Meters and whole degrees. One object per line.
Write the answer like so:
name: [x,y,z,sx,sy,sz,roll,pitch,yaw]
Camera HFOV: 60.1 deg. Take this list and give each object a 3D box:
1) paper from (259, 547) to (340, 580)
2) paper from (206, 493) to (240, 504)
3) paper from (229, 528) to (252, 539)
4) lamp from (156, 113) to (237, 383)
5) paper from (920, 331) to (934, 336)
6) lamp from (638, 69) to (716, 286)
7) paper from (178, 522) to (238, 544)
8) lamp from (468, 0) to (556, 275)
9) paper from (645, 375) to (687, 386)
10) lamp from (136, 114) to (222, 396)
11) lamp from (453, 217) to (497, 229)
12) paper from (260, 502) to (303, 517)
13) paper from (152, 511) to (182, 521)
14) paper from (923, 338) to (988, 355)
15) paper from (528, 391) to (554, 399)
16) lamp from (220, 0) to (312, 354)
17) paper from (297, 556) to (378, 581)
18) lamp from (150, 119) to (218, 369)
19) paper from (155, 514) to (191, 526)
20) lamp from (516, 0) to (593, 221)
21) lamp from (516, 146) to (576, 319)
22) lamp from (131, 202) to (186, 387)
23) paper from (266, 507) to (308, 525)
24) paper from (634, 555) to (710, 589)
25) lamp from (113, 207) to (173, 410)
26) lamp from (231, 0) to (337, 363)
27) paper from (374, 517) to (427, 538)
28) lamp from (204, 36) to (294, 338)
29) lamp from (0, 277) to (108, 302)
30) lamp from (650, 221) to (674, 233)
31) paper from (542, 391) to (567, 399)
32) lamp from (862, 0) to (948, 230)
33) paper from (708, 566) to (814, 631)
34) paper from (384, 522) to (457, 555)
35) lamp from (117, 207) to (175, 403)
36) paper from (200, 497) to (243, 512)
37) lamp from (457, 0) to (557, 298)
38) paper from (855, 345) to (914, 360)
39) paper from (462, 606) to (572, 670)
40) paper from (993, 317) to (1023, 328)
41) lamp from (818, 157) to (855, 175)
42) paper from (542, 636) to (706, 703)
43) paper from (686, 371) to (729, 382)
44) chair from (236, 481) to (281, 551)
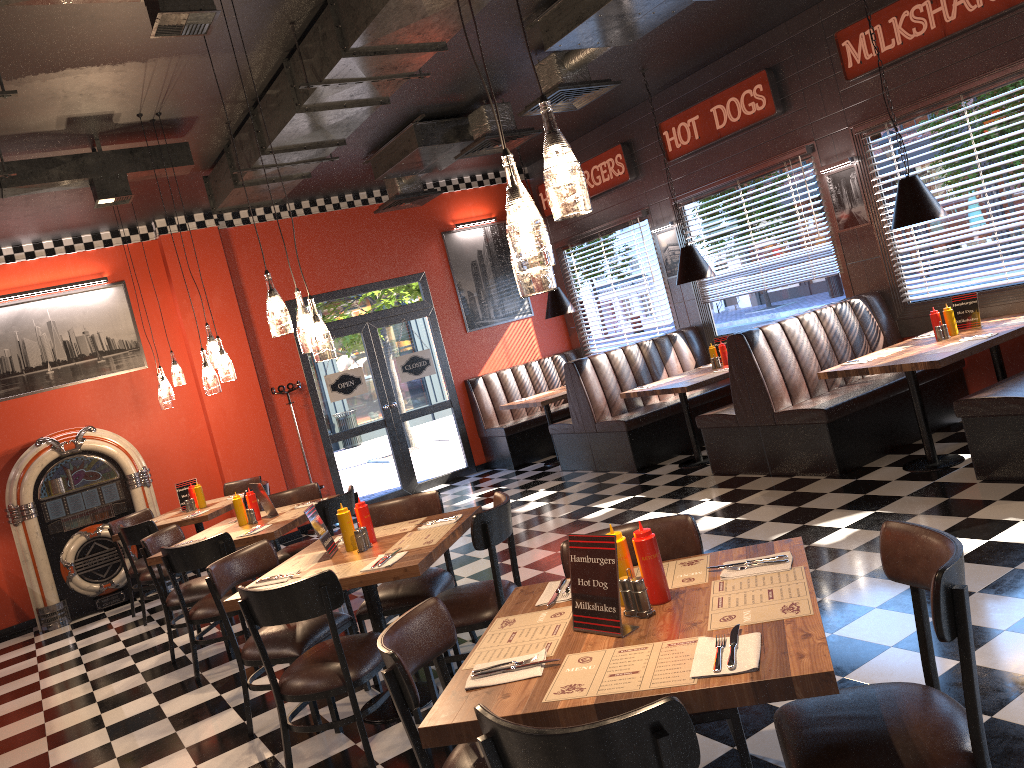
paper: [-1.037,0.881,4.360,0.260,0.001,0.367,-14,4,16]
paper: [-2.744,1.079,8.189,0.364,0.001,0.262,-14,4,15]
paper: [-1.878,1.006,5.819,0.364,0.001,0.262,-13,4,17]
lamp: [-2.194,-0.969,6.085,0.108,1.964,0.109,-14,1,42]
paper: [3.356,-0.420,6.850,0.367,0.001,0.260,-16,4,-28]
lamp: [1.484,-1.966,8.363,0.380,2.042,0.384,-14,2,42]
paper: [-2.130,1.045,6.221,0.260,0.001,0.367,-14,4,14]
lamp: [-0.183,-1.248,2.294,0.109,1.964,0.108,-16,1,-43]
paper: [1.482,-0.037,8.464,0.367,0.001,0.260,-16,4,-28]
lamp: [-2.275,-0.883,6.013,0.109,1.964,0.108,-15,1,-18]
lamp: [-0.472,-2.061,11.350,0.613,0.056,0.081,-17,3,-30]
paper: [-1.734,0.928,6.442,0.364,0.001,0.262,-14,4,14]
paper: [-3.134,1.196,7.935,0.260,0.001,0.367,-13,4,17]
paper: [2.935,-0.247,5.863,0.367,0.001,0.260,-17,4,-32]
paper: [0.308,0.136,10.529,0.367,0.001,0.260,-17,4,-30]
lamp: [-1.228,-1.109,4.357,0.108,1.964,0.109,-14,1,12]
paper: [-0.794,0.843,3.969,0.364,0.001,0.262,-14,4,14]
lamp: [-2.303,-1.063,6.184,0.108,1.964,0.109,-14,1,17]
paper: [-2.898,1.160,7.539,0.364,0.001,0.262,-14,4,15]
lamp: [-0.085,-1.390,2.301,0.109,1.964,0.108,-15,1,-38]
lamp: [0.319,-1.796,10.425,0.380,2.042,0.383,-14,1,19]
lamp: [-3.219,-0.937,7.925,0.108,1.964,0.108,-15,1,2]
paper: [-1.499,0.892,6.064,0.260,0.001,0.367,-14,4,14]
paper: [0.430,0.603,2.749,0.364,0.001,0.262,-14,4,15]
lamp: [-3.345,-0.728,7.945,0.108,1.964,0.109,-14,1,42]
lamp: [-1.142,-1.064,4.259,0.109,1.964,0.108,-15,1,-18]
paper: [-0.651,0.764,4.622,0.364,0.001,0.262,-14,4,14]
lamp: [-1.354,-1.187,4.272,0.108,1.964,0.109,-14,1,32]
lamp: [-4.779,-0.896,8.783,1.452,0.056,0.081,-17,3,-30]
lamp: [1.665,-1.735,9.808,0.081,0.056,0.333,-16,4,-30]
paper: [0.530,0.117,9.932,0.367,0.001,0.260,-17,4,-33]
lamp: [2.649,-2.137,6.300,0.380,2.042,0.384,-14,2,42]
paper: [0.659,0.568,2.368,0.260,0.001,0.367,-14,4,15]
paper: [-0.432,0.733,4.214,0.260,0.001,0.367,-14,4,13]
lamp: [-3.289,-0.798,7.845,0.108,1.964,0.109,-14,1,12]
paper: [-2.532,1.050,7.777,0.260,0.001,0.367,-14,4,14]
lamp: [-0.172,-1.198,2.418,0.108,1.964,0.109,-14,1,17]
paper: [2.717,-0.229,6.462,0.367,0.001,0.260,-17,4,-29]
paper: [0.030,0.720,2.536,0.260,0.001,0.367,-14,4,15]
paper: [3.623,-0.452,6.263,0.367,0.001,0.260,-16,4,-28]
lamp: [2.835,-1.906,7.737,0.081,0.056,0.333,-16,4,-30]
paper: [0.275,0.683,2.129,0.364,0.001,0.262,-13,4,18]
paper: [1.747,-0.068,7.877,0.367,0.001,0.260,-16,4,-28]
chair: [-2.291,1.342,7.733,0.544,0.867,0.487,-15,2,2]
